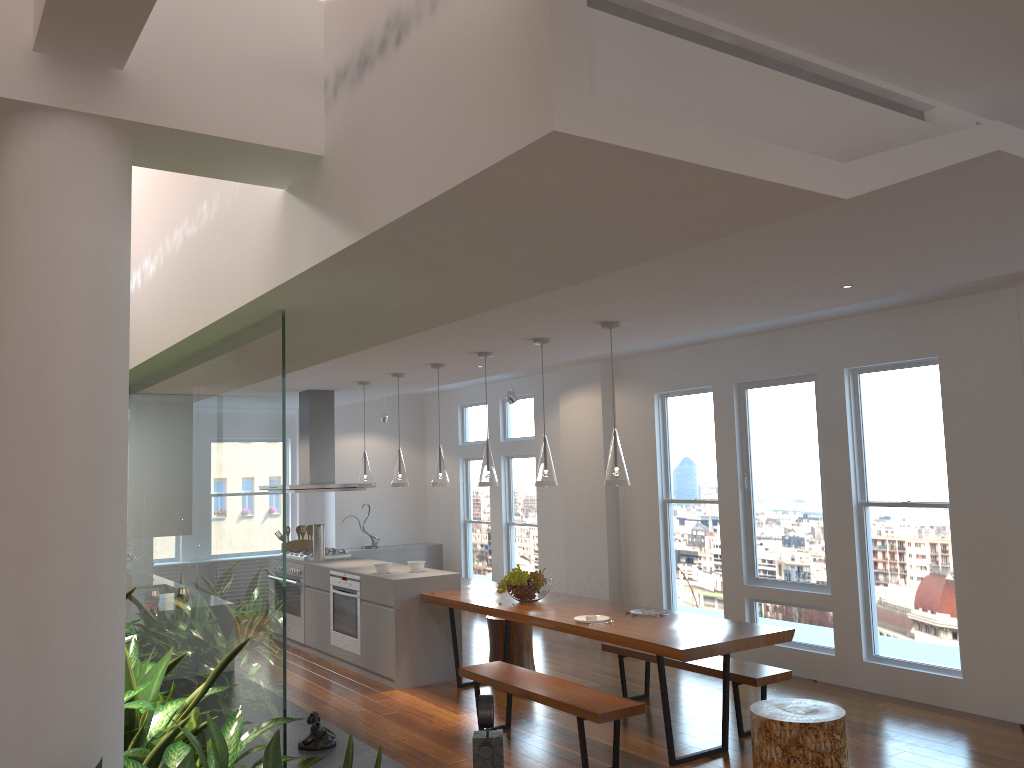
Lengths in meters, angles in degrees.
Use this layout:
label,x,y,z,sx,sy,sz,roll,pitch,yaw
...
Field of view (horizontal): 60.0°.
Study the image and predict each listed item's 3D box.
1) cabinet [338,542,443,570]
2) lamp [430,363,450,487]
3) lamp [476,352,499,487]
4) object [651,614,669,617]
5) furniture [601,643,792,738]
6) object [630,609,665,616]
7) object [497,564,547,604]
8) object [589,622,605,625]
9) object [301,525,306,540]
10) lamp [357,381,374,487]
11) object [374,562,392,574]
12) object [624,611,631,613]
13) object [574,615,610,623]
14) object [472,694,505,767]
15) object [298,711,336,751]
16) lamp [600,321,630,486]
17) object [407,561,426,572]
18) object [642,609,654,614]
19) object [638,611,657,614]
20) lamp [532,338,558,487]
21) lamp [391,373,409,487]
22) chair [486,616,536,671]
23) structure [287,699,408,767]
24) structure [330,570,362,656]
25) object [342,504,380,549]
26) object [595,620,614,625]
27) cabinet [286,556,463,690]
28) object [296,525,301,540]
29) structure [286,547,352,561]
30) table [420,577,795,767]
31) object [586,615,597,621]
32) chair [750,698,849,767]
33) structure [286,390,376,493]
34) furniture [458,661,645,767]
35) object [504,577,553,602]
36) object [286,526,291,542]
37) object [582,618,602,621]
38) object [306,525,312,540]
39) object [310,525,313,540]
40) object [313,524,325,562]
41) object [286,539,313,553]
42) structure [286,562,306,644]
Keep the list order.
label,x,y,z,sx,sy,sz,roll,pitch,yaw
cabinet,-1.552,2.443,11.318,1.309,0.725,0.420,2,-7,-34
lamp,-0.587,0.296,7.165,0.160,1.060,0.160,-1,-6,-7
lamp,-0.186,0.225,6.568,0.160,1.060,0.160,-1,-6,-7
object,0.941,1.459,5.615,0.158,0.017,0.019,3,-7,-39
furniture,1.180,2.002,5.880,0.316,0.389,1.433,2,-7,-34
object,0.872,1.470,5.696,0.222,0.020,0.222,3,-8,-42
object,0.086,1.438,6.427,0.292,0.284,0.394,-4,-6,20
object,0.540,1.458,5.410,0.164,0.006,0.017,1,-6,-29
object,-2.216,1.648,9.400,0.057,0.299,0.019,2,-7,-34
lamp,-1.389,0.438,8.360,0.160,1.060,0.160,-1,-6,-7
object,-1.075,1.533,7.382,0.152,0.082,0.152,-2,-6,5
object,0.796,1.485,5.793,0.149,0.014,0.044,2,-7,-32
object,0.494,1.461,5.501,0.222,0.020,0.222,-2,-6,7
object,-0.002,1.270,2.796,0.318,0.565,0.134,-2,-6,2
object,-0.935,1.639,4.203,0.181,0.155,0.216,-4,-6,21
lamp,0.615,0.083,5.373,0.160,1.060,0.160,-1,-6,-7
object,-0.799,1.528,7.418,0.152,0.082,0.152,-3,-6,17
object,0.871,1.463,5.696,0.079,0.030,0.070,-3,-6,9
object,0.872,1.474,5.695,0.124,0.011,0.124,-6,-7,38
lamp,0.215,0.154,5.970,0.160,1.060,0.160,-1,-6,-7
lamp,-0.988,0.367,7.763,0.160,1.060,0.160,-1,-6,-7
chair,-0.009,2.151,7.336,0.396,0.455,0.402,4,-8,-44
structure,-1.940,1.848,3.292,3.088,0.386,5.584,2,-7,-34
structure,-1.429,1.958,7.641,0.072,0.648,0.644,2,-7,-34
object,-1.866,1.786,11.133,0.210,0.563,0.590,-5,-6,27
object,0.557,1.451,5.382,0.149,0.014,0.044,2,-7,-35
cabinet,-1.467,2.085,8.210,0.597,0.832,2.936,2,-7,-34
object,-2.255,1.649,9.397,0.061,0.299,0.040,3,-7,-36
structure,-1.988,1.727,9.016,0.520,0.073,0.650,2,-7,-34
table,-0.413,2.022,7.235,0.893,0.704,5.996,2,-7,-34
object,0.494,1.455,5.502,0.079,0.030,0.070,-4,-6,19
chair,1.444,1.843,4.457,0.460,0.400,0.460,1,-6,-24
structure,-2.009,0.400,9.126,0.909,1.405,0.900,2,-7,-34
furniture,0.187,1.965,5.219,0.316,0.389,1.433,2,-7,-34
object,0.117,1.500,6.423,0.360,0.159,0.360,-4,-6,19
object,-2.354,1.644,9.331,0.055,0.299,0.027,2,-7,-34
object,0.494,1.465,5.501,0.124,0.011,0.124,0,-6,-13
object,-2.164,1.651,9.437,0.068,0.298,0.039,2,-7,-34
object,-2.143,1.654,9.472,0.057,0.294,0.030,2,-7,-34
object,-1.857,1.536,8.572,0.120,0.356,0.172,-3,-6,14
object,-2.248,1.726,9.381,0.353,0.157,0.084,2,-7,-34
structure,-2.004,2.148,8.941,0.649,0.735,0.890,2,-7,-34
